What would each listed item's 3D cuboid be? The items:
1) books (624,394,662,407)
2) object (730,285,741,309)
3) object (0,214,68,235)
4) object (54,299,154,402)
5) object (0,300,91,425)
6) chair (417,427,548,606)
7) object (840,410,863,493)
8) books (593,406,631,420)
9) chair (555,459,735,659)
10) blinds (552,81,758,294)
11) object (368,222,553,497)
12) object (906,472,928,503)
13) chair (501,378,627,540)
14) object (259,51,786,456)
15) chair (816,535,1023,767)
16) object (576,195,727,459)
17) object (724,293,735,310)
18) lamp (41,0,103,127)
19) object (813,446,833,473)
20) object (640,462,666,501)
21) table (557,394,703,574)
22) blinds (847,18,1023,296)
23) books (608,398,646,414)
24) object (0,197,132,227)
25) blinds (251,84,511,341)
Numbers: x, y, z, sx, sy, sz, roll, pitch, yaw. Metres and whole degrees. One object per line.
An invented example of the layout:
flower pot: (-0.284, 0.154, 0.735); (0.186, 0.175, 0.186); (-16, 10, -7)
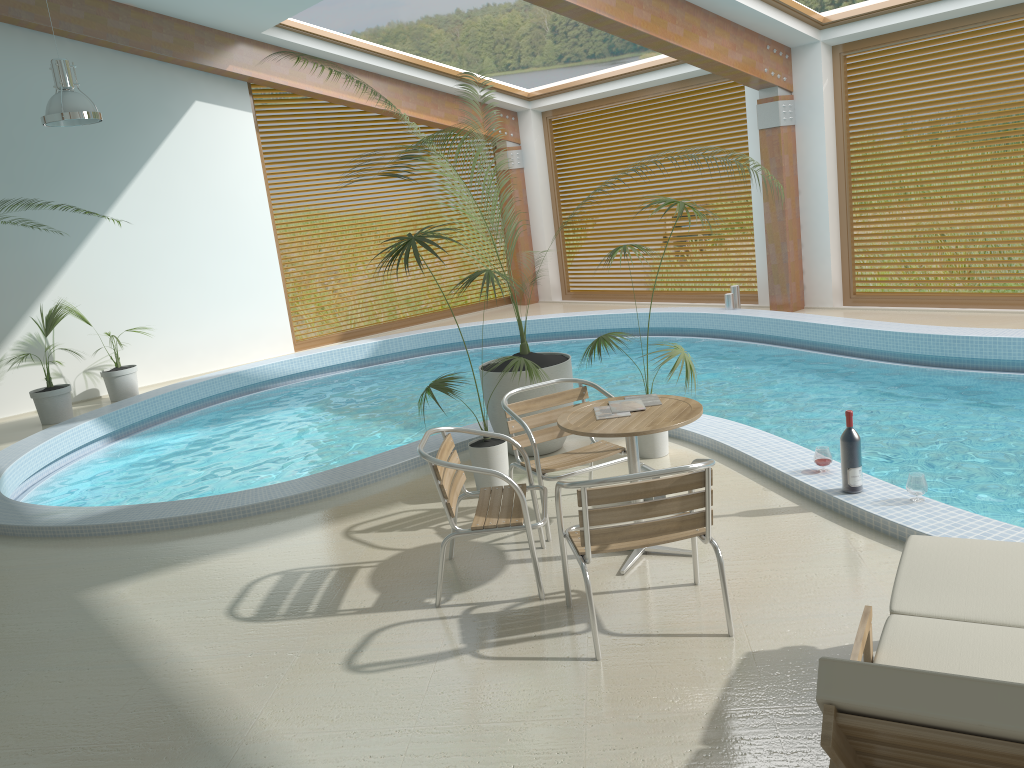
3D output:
books: (0.658, 0.084, 4.467); (0.166, 0.004, 0.241); (-6, 12, 3)
object: (2.874, -1.103, 11.395); (0.115, 0.320, 0.115); (-5, 12, 10)
object: (-5.780, -0.646, 7.960); (2.979, 2.960, 2.729); (0, 14, 32)
object: (-4.670, -0.450, 10.376); (1.067, 1.310, 0.822); (-13, 13, -26)
object: (-4.973, -0.243, 9.589); (0.822, 1.310, 1.067); (-7, 12, 1)
chair: (-0.112, 0.583, 4.281); (0.563, 0.727, 0.618); (-6, 12, 4)
object: (1.765, 0.349, 4.621); (0.109, 0.435, 0.109); (-8, 12, -3)
books: (0.488, 0.135, 4.332); (0.166, 0.004, 0.241); (-6, 12, 3)
chair: (0.530, 0.631, 3.688); (0.618, 0.727, 0.563); (-8, 12, -6)
blinds: (2.106, -2.706, 12.977); (0.095, 2.921, 4.200); (-16, 15, -37)
object: (-0.263, -0.122, 5.364); (1.059, 1.695, 0.791); (-8, 12, -2)
object: (2.019, 0.515, 4.421); (0.102, 0.137, 0.102); (-14, 14, -29)
chair: (0.314, 0.385, 4.958); (0.618, 0.727, 0.563); (-13, 13, -25)
object: (0.130, -0.961, 5.984); (2.979, 2.960, 2.729); (-12, 13, -20)
chair: (1.309, 0.769, 2.287); (0.861, 0.866, 1.903); (0, 14, 29)
object: (0.929, -0.367, 5.810); (1.059, 1.695, 0.791); (2, 15, 38)
object: (2.713, -1.033, 11.056); (0.115, 0.204, 0.115); (-7, 12, 2)
lamp: (-4.086, -3.310, 7.810); (0.506, 1.958, 0.505); (-16, 15, -37)
object: (1.753, 0.425, 4.998); (0.102, 0.137, 0.102); (-14, 14, -29)
object: (0.777, 0.565, 5.089); (0.081, 0.223, 0.272); (-11, 13, -18)
table: (0.608, 0.487, 4.357); (0.700, 0.720, 0.700); (-11, 13, -18)
blinds: (5.294, -2.273, 9.108); (0.095, 2.921, 4.200); (-16, 15, -37)
books: (0.568, 0.107, 4.395); (0.166, 0.004, 0.241); (-6, 12, 3)
object: (-4.419, -0.398, 6.012); (2.979, 2.960, 2.729); (-3, 13, 17)
blinds: (-1.937, -2.925, 13.668); (4.500, 4.025, 0.099); (-16, 15, -37)
